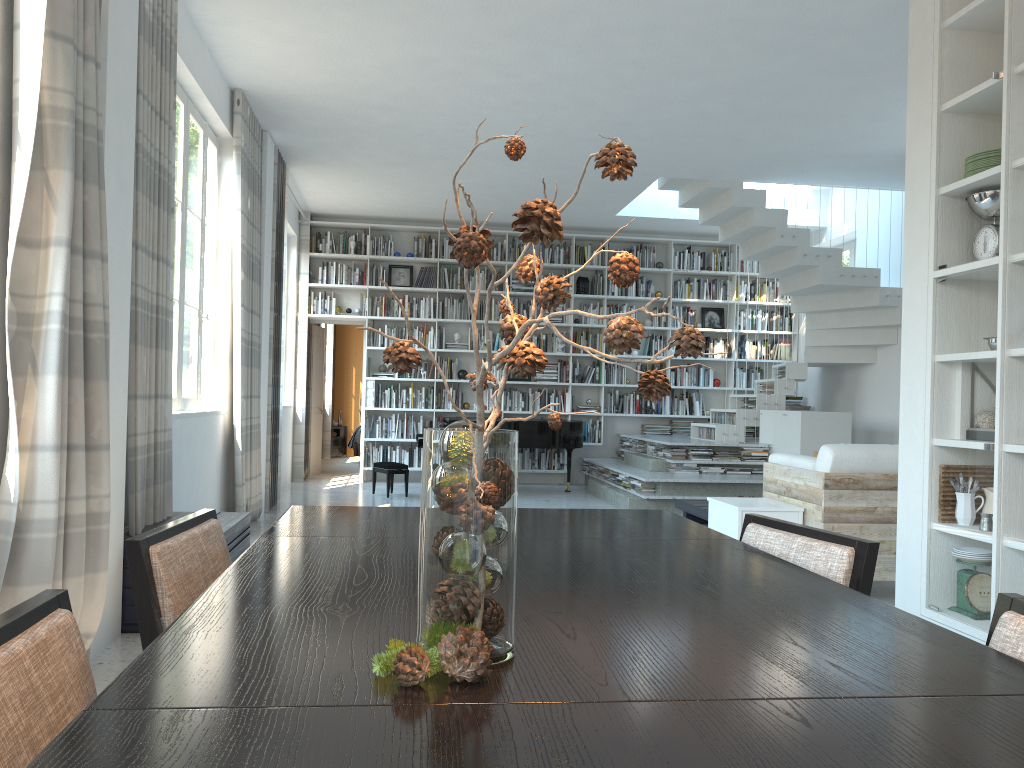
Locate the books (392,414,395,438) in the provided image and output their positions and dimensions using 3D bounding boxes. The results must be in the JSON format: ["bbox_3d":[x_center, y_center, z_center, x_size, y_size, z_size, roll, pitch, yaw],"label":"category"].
[{"bbox_3d":[-1.462,0.519,10.938,0.027,0.299,0.142,2,0,-7],"label":"books"}]

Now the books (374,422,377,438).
[{"bbox_3d":[-1.677,0.564,10.913,0.024,0.198,0.148,2,-1,-7],"label":"books"}]

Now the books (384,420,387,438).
[{"bbox_3d":[-1.550,0.554,10.905,0.028,0.223,0.189,2,-1,-7],"label":"books"}]

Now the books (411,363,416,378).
[{"bbox_3d":[-1.219,-0.171,10.974,0.056,0.214,0.142,2,-1,-7],"label":"books"}]

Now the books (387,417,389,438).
[{"bbox_3d":[-1.530,0.538,10.910,0.013,0.257,0.189,2,-1,-7],"label":"books"}]

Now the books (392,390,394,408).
[{"bbox_3d":[-1.463,0.186,10.919,0.015,0.219,0.190,2,-1,-7],"label":"books"}]

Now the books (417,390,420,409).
[{"bbox_3d":[-1.159,0.190,10.975,0.025,0.229,0.153,2,-1,-7],"label":"books"}]

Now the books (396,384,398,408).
[{"bbox_3d":[-1.421,0.148,10.956,0.009,0.299,0.141,2,0,-7],"label":"books"}]

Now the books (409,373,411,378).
[{"bbox_3d":[-1.258,-0.160,10.935,0.029,0.190,0.189,2,-1,-7],"label":"books"}]

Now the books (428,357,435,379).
[{"bbox_3d":[-0.993,-0.196,10.953,0.082,0.276,0.228,2,-1,-7],"label":"books"}]

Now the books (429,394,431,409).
[{"bbox_3d":[-1.016,0.215,11.005,0.023,0.187,0.130,2,-1,-7],"label":"books"}]

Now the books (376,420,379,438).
[{"bbox_3d":[-1.651,0.553,10.894,0.022,0.220,0.187,2,-1,-7],"label":"books"}]

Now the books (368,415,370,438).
[{"bbox_3d":[-1.752,0.522,10.875,0.011,0.277,0.189,2,-1,-7],"label":"books"}]

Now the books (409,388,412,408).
[{"bbox_3d":[-1.257,0.174,10.954,0.026,0.254,0.176,2,-1,-7],"label":"books"}]

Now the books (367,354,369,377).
[{"bbox_3d":[-1.776,-0.222,10.904,0.012,0.285,0.159,2,0,-7],"label":"books"}]

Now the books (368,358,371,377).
[{"bbox_3d":[-1.755,-0.200,10.896,0.028,0.243,0.156,2,-1,-7],"label":"books"}]

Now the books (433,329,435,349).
[{"bbox_3d":[-0.967,-0.553,11.005,0.036,0.257,0.123,2,0,-7],"label":"books"}]

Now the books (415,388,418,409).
[{"bbox_3d":[-1.184,0.179,10.957,0.028,0.249,0.159,2,-1,-7],"label":"books"}]

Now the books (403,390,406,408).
[{"bbox_3d":[-1.326,0.185,10.945,0.027,0.230,0.159,2,-1,-7],"label":"books"}]

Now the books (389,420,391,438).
[{"bbox_3d":[-1.501,0.553,10.922,0.028,0.229,0.157,2,-1,-7],"label":"books"}]

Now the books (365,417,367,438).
[{"bbox_3d":[-1.795,0.533,10.899,0.012,0.254,0.161,2,-1,-7],"label":"books"}]

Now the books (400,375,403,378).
[{"bbox_3d":[-1.360,-0.172,10.921,0.029,0.208,0.189,2,-1,-7],"label":"books"}]

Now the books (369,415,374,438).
[{"bbox_3d":[-1.722,0.519,10.887,0.052,0.283,0.172,2,-1,-7],"label":"books"}]

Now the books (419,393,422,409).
[{"bbox_3d":[-1.136,0.208,10.980,0.023,0.194,0.140,2,-1,-7],"label":"books"}]

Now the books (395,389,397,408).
[{"bbox_3d":[-1.434,0.181,10.953,0.016,0.230,0.136,2,0,-7],"label":"books"}]

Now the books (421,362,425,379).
[{"bbox_3d":[-1.101,-0.164,10.966,0.030,0.207,0.172,2,-1,-7],"label":"books"}]

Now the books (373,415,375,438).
[{"bbox_3d":[-1.693,0.526,10.911,0.010,0.273,0.150,2,0,-7],"label":"books"}]

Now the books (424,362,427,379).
[{"bbox_3d":[-1.074,-0.164,10.980,0.027,0.209,0.143,2,-1,-7],"label":"books"}]

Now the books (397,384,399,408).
[{"bbox_3d":[-1.403,0.147,10.922,0.019,0.300,0.180,2,-1,-7],"label":"books"}]

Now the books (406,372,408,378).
[{"bbox_3d":[-1.297,-0.190,10.962,0.022,0.249,0.129,2,0,-7],"label":"books"}]

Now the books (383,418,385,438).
[{"bbox_3d":[-1.578,0.542,10.935,0.022,0.248,0.133,2,0,-7],"label":"books"}]

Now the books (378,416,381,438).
[{"bbox_3d":[-1.625,0.531,10.904,0.029,0.266,0.171,2,-1,-7],"label":"books"}]

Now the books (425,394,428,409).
[{"bbox_3d":[-1.060,0.216,10.986,0.041,0.181,0.141,2,-1,-7],"label":"books"}]

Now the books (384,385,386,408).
[{"bbox_3d":[-1.564,0.153,10.914,0.008,0.279,0.164,2,0,-7],"label":"books"}]

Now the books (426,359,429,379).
[{"bbox_3d":[-1.050,-0.184,10.986,0.021,0.251,0.154,2,-1,-7],"label":"books"}]

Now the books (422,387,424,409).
[{"bbox_3d":[-1.100,0.173,10.963,0.021,0.265,0.185,2,-1,-7],"label":"books"}]

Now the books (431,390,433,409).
[{"bbox_3d":[-0.995,0.189,10.982,0.010,0.240,0.174,2,-1,-7],"label":"books"}]

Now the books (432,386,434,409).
[{"bbox_3d":[-0.980,0.169,11.006,0.024,0.280,0.136,2,0,-7],"label":"books"}]

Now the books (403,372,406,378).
[{"bbox_3d":[-1.324,-0.182,10.965,0.030,0.231,0.148,2,-1,-7],"label":"books"}]

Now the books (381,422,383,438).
[{"bbox_3d":[-1.602,0.565,10.928,0.025,0.200,0.137,2,-1,-7],"label":"books"}]

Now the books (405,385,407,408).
[{"bbox_3d":[-1.305,0.159,10.946,0.014,0.282,0.150,2,0,-7],"label":"books"}]

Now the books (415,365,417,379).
[{"bbox_3d":[-1.184,-0.183,10.978,0.013,0.242,0.141,2,0,-7],"label":"books"}]

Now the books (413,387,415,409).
[{"bbox_3d":[-1.210,0.172,10.949,0.028,0.260,0.181,2,-1,-7],"label":"books"}]

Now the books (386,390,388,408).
[{"bbox_3d":[-1.538,0.185,10.911,0.015,0.217,0.180,2,-1,-7],"label":"books"}]

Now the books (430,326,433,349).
[{"bbox_3d":[-0.998,-0.568,11.000,0.027,0.286,0.148,2,0,-7],"label":"books"}]

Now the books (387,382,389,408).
[{"bbox_3d":[-1.527,0.136,10.921,0.006,0.315,0.145,2,0,-7],"label":"books"}]

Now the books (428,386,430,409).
[{"bbox_3d":[-1.029,0.165,10.971,0.014,0.286,0.179,2,-1,-7],"label":"books"}]

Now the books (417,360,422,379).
[{"bbox_3d":[-1.146,-0.189,10.968,0.060,0.255,0.158,2,-1,-7],"label":"books"}]

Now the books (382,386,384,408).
[{"bbox_3d":[-1.589,0.160,10.906,0.007,0.264,0.176,2,-1,-7],"label":"books"}]

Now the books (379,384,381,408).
[{"bbox_3d":[-1.623,0.144,10.913,0.014,0.294,0.171,2,0,-7],"label":"books"}]

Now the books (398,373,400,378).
[{"bbox_3d":[-1.393,-0.196,10.946,0.031,0.255,0.143,2,0,-7],"label":"books"}]

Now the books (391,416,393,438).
[{"bbox_3d":[-1.483,0.532,10.943,0.013,0.273,0.146,2,0,-7],"label":"books"}]

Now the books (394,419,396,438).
[{"bbox_3d":[-1.444,0.553,10.943,0.012,0.232,0.148,2,-1,-7],"label":"books"}]

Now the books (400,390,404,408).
[{"bbox_3d":[-1.364,0.184,10.957,0.045,0.230,0.138,2,-1,-7],"label":"books"}]

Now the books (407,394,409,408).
[{"bbox_3d":[-1.284,0.210,10.940,0.029,0.181,0.190,2,-1,-7],"label":"books"}]

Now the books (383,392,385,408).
[{"bbox_3d":[-1.575,0.197,10.892,0.019,0.189,0.193,2,-1,-7],"label":"books"}]

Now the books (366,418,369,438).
[{"bbox_3d":[-1.774,0.540,10.888,0.029,0.239,0.154,2,-1,-7],"label":"books"}]

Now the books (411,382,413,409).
[{"bbox_3d":[-1.235,0.141,10.954,0.021,0.323,0.172,2,0,-7],"label":"books"}]

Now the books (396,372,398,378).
[{"bbox_3d":[-1.419,-0.206,10.935,0.024,0.273,0.150,2,0,-7],"label":"books"}]
